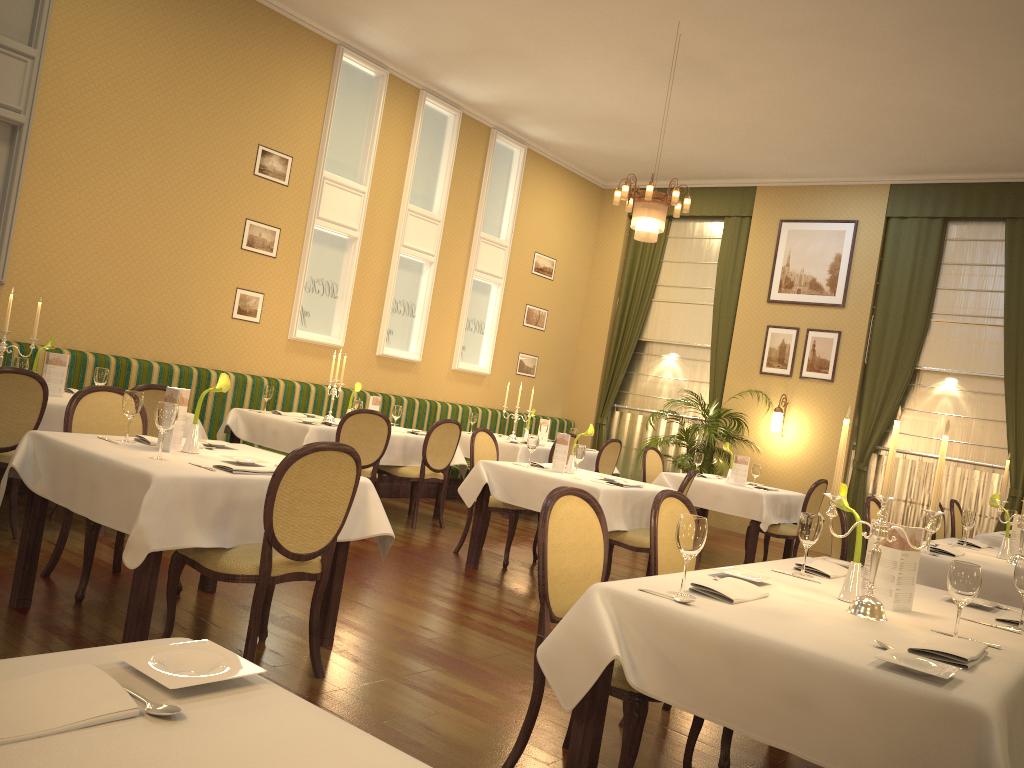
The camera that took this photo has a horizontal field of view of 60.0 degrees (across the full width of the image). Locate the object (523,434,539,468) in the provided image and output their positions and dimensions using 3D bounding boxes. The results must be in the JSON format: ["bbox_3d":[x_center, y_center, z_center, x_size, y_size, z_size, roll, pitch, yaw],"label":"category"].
[{"bbox_3d":[0.141,0.477,6.344,0.088,0.229,0.088,9,-1,-10],"label":"object"}]

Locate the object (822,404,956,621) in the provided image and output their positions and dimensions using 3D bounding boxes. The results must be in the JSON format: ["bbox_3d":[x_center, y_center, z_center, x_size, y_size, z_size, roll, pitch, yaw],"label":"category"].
[{"bbox_3d":[1.130,0.384,2.698,0.390,0.655,0.131,10,-1,-18],"label":"object"}]

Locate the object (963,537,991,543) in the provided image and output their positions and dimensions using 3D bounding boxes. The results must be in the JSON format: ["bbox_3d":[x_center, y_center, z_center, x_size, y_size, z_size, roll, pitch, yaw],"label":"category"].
[{"bbox_3d":[3.160,1.076,6.041,0.160,0.024,0.160,9,-1,38],"label":"object"}]

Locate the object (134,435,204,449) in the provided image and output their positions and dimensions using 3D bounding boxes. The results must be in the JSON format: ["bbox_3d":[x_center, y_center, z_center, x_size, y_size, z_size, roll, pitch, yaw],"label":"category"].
[{"bbox_3d":[-1.581,0.268,4.099,0.142,0.033,0.273,9,-1,38],"label":"object"}]

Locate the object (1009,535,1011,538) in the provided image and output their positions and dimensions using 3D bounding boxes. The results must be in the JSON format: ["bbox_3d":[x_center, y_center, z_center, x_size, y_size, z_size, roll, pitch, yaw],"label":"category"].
[{"bbox_3d":[4.080,1.239,7.132,0.142,0.033,0.273,9,-1,38],"label":"object"}]

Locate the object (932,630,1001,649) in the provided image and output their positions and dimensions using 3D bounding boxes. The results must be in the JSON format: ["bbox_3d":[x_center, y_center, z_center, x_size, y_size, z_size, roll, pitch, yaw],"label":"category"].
[{"bbox_3d":[1.308,0.734,2.561,0.185,0.010,0.017,9,-1,38],"label":"object"}]

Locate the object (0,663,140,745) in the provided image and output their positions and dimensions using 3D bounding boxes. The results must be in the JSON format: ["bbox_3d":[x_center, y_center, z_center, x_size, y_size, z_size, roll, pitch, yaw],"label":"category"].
[{"bbox_3d":[-0.612,0.390,1.068,0.142,0.033,0.273,9,-1,38],"label":"object"}]

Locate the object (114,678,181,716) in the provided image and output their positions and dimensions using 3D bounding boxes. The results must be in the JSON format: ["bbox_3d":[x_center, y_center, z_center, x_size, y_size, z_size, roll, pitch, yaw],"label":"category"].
[{"bbox_3d":[-0.500,0.417,1.190,0.181,0.015,0.038,9,-1,39],"label":"object"}]

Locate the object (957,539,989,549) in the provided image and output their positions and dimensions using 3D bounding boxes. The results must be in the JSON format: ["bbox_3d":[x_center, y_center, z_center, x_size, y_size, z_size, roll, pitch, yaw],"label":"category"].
[{"bbox_3d":[3.021,1.048,5.810,0.142,0.033,0.273,9,-1,38],"label":"object"}]

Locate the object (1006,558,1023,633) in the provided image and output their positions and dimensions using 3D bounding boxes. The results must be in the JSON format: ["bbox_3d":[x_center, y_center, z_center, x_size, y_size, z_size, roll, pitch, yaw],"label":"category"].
[{"bbox_3d":[1.670,0.687,2.881,0.088,0.229,0.088,9,-1,-4],"label":"object"}]

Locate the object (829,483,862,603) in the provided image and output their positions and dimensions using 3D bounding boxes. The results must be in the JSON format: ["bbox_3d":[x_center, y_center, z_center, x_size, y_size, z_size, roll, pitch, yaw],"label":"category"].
[{"bbox_3d":[1.110,0.521,2.930,0.076,0.375,0.163,10,-1,-30],"label":"object"}]

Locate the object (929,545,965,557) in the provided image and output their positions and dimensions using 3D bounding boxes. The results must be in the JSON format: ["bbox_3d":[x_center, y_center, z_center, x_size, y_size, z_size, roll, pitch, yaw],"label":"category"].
[{"bbox_3d":[2.464,0.946,5.022,0.142,0.033,0.273,9,-1,38],"label":"object"}]

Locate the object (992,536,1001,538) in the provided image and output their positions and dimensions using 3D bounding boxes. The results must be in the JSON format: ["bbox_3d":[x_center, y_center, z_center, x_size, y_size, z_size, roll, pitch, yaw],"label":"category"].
[{"bbox_3d":[3.850,1.205,6.928,0.181,0.015,0.038,9,-1,39],"label":"object"}]

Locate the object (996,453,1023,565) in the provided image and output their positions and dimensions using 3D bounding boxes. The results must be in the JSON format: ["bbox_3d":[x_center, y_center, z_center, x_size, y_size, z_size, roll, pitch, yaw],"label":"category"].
[{"bbox_3d":[2.938,0.711,5.057,0.390,0.655,0.131,10,-1,-18],"label":"object"}]

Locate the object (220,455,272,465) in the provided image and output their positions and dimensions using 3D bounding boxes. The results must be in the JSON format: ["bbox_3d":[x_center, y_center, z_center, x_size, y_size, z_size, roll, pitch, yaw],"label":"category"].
[{"bbox_3d":[-1.154,0.338,3.841,0.160,0.024,0.160,9,-1,38],"label":"object"}]

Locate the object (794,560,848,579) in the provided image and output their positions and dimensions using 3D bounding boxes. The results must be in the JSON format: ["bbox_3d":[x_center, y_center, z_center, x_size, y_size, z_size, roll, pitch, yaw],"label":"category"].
[{"bbox_3d":[1.214,0.721,3.451,0.142,0.033,0.273,9,-1,38],"label":"object"}]

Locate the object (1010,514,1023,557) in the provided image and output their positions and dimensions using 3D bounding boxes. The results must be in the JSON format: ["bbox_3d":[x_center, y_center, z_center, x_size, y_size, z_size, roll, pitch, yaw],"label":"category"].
[{"bbox_3d":[3.051,0.921,5.239,0.166,0.277,0.081,9,-1,9],"label":"object"}]

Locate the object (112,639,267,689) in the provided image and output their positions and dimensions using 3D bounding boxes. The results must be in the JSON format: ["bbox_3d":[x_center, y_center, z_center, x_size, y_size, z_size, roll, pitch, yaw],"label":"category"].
[{"bbox_3d":[-0.473,0.419,1.299,0.160,0.024,0.160,9,-1,38],"label":"object"}]

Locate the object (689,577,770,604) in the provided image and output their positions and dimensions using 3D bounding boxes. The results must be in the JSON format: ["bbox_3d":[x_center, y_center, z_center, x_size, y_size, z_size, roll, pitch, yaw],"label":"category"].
[{"bbox_3d":[0.656,0.619,2.663,0.142,0.033,0.273,9,-1,38],"label":"object"}]

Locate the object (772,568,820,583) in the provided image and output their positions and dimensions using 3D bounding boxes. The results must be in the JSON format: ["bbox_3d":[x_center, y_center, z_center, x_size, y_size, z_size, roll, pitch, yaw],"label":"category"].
[{"bbox_3d":[1.035,0.697,3.224,0.185,0.010,0.017,9,-1,39],"label":"object"}]

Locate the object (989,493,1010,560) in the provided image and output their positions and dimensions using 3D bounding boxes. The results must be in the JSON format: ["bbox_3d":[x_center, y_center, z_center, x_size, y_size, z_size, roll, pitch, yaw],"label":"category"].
[{"bbox_3d":[2.918,0.848,5.290,0.076,0.375,0.163,10,-1,-30],"label":"object"}]

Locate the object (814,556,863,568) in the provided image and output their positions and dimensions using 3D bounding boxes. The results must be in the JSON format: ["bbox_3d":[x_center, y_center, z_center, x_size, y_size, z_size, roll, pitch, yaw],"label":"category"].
[{"bbox_3d":[1.352,0.749,3.682,0.160,0.024,0.160,9,-1,38],"label":"object"}]

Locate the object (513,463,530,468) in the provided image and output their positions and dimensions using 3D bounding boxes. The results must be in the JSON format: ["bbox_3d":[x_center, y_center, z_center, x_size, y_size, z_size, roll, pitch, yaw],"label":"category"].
[{"bbox_3d":[0.078,0.577,6.272,0.185,0.010,0.017,9,-1,39],"label":"object"}]

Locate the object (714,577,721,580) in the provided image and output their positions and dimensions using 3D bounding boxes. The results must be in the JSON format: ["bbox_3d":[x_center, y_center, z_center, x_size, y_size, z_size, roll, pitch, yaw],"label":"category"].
[{"bbox_3d":[0.730,0.642,2.826,0.185,0.010,0.017,9,-1,39],"label":"object"}]

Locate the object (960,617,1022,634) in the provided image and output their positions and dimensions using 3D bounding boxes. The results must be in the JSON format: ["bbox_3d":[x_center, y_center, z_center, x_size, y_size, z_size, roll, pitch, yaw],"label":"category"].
[{"bbox_3d":[1.540,0.776,2.863,0.185,0.010,0.017,9,-1,38],"label":"object"}]

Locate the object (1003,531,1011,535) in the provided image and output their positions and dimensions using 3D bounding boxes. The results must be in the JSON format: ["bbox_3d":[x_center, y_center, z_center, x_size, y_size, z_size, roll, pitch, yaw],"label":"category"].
[{"bbox_3d":[4.196,1.264,7.423,0.160,0.024,0.160,9,-1,38],"label":"object"}]

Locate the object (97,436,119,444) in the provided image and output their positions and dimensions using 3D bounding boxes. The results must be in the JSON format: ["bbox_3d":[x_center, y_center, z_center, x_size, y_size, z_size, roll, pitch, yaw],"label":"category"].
[{"bbox_3d":[-1.760,0.244,3.872,0.185,0.010,0.017,9,-1,39],"label":"object"}]

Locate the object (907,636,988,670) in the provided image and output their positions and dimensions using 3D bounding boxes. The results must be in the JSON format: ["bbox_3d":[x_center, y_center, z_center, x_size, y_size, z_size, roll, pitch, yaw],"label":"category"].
[{"bbox_3d":[1.144,0.695,2.321,0.142,0.033,0.273,9,-1,38],"label":"object"}]

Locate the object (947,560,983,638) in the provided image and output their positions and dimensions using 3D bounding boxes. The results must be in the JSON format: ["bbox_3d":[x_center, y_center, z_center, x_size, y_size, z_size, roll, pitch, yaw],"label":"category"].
[{"bbox_3d":[1.258,0.614,2.485,0.088,0.229,0.088,9,-1,-10],"label":"object"}]

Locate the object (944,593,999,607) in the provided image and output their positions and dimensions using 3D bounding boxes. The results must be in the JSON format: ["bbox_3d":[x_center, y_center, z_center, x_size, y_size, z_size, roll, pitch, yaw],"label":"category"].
[{"bbox_3d":[1.674,0.797,3.237,0.160,0.024,0.160,9,-1,38],"label":"object"}]

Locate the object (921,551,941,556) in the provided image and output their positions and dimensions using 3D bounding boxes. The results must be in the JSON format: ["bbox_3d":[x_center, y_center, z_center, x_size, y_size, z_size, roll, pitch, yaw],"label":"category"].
[{"bbox_3d":[2.233,0.912,4.818,0.181,0.015,0.038,9,-1,39],"label":"object"}]

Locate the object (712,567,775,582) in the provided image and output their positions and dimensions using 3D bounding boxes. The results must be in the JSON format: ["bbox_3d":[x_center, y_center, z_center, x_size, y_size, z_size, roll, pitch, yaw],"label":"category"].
[{"bbox_3d":[0.771,0.644,2.953,0.160,0.024,0.160,9,-1,38],"label":"object"}]

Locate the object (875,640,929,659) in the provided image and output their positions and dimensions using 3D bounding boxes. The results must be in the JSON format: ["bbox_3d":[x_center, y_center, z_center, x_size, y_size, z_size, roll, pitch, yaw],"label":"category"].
[{"bbox_3d":[1.002,0.677,2.224,0.181,0.015,0.038,9,-1,39],"label":"object"}]

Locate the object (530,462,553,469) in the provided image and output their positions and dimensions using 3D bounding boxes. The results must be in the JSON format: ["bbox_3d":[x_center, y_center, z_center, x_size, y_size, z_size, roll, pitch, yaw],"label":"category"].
[{"bbox_3d":[0.257,0.601,6.498,0.142,0.033,0.273,9,-1,38],"label":"object"}]

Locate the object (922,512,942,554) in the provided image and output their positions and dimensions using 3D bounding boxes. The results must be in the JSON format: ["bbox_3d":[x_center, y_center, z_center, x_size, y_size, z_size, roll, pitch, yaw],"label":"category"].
[{"bbox_3d":[2.308,0.817,4.886,0.088,0.229,0.088,9,-1,-4],"label":"object"}]

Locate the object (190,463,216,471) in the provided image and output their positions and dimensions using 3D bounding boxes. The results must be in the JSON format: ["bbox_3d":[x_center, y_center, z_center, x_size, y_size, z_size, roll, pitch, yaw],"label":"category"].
[{"bbox_3d":[-1.238,0.326,3.533,0.185,0.010,0.017,9,-1,38],"label":"object"}]

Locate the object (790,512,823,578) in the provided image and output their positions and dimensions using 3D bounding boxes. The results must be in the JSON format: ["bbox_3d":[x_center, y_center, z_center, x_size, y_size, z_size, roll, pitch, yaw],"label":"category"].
[{"bbox_3d":[1.097,0.597,3.297,0.088,0.229,0.088,9,-1,-4],"label":"object"}]

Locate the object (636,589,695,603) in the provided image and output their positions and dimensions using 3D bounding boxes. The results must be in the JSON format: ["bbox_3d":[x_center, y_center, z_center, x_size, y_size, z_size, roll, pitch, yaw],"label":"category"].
[{"bbox_3d":[0.425,0.585,2.458,0.181,0.015,0.038,9,-1,39],"label":"object"}]

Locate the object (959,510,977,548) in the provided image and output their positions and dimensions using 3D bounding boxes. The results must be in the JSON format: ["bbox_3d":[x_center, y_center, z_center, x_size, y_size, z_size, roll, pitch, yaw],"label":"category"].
[{"bbox_3d":[2.905,0.925,5.656,0.088,0.229,0.088,9,-1,-4],"label":"object"}]

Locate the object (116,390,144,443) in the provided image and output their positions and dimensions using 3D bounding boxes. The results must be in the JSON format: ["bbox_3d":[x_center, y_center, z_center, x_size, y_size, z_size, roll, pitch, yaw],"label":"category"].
[{"bbox_3d":[-1.698,0.145,3.945,0.088,0.229,0.088,9,-1,-4],"label":"object"}]

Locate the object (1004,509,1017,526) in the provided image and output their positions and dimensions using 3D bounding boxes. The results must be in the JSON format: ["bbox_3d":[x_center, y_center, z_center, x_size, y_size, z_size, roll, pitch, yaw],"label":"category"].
[{"bbox_3d":[3.925,1.109,6.995,0.088,0.229,0.088,9,-1,-4],"label":"object"}]

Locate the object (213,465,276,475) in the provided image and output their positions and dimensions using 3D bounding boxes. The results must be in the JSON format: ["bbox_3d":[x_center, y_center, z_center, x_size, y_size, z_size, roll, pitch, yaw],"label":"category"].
[{"bbox_3d":[-1.071,0.350,3.642,0.142,0.024,0.273,9,-1,38],"label":"object"}]

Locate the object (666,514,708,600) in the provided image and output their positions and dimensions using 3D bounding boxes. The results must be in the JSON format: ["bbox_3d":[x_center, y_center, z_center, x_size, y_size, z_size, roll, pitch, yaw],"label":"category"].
[{"bbox_3d":[0.500,0.490,2.526,0.088,0.229,0.088,9,-1,-4],"label":"object"}]

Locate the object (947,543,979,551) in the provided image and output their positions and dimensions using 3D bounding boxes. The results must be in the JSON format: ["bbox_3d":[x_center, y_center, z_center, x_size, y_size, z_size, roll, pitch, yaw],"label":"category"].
[{"bbox_3d":[2.843,1.024,5.584,0.185,0.010,0.017,9,-1,39],"label":"object"}]

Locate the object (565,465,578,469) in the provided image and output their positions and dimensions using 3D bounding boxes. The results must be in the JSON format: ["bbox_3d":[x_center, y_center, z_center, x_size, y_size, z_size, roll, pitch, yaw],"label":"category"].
[{"bbox_3d":[0.396,0.629,6.729,0.160,0.024,0.160,9,-1,38],"label":"object"}]

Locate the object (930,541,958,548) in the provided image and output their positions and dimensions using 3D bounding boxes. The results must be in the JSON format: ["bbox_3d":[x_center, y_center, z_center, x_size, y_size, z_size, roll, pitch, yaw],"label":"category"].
[{"bbox_3d":[2.579,0.971,5.313,0.160,0.024,0.160,9,-1,38],"label":"object"}]

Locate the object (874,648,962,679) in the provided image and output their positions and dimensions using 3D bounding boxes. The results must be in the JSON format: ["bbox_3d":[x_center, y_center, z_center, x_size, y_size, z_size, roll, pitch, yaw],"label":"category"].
[{"bbox_3d":[0.946,0.662,2.071,0.160,0.024,0.160,9,-1,38],"label":"object"}]

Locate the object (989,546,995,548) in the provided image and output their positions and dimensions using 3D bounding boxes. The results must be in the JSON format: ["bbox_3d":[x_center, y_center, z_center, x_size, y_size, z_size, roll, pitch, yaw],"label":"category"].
[{"bbox_3d":[3.133,1.075,5.932,0.181,0.015,0.038,9,-1,39],"label":"object"}]

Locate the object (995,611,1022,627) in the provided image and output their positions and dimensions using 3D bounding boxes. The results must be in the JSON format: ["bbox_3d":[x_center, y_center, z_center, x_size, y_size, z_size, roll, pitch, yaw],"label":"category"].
[{"bbox_3d":[1.758,0.809,3.038,0.142,0.024,0.273,9,-1,38],"label":"object"}]

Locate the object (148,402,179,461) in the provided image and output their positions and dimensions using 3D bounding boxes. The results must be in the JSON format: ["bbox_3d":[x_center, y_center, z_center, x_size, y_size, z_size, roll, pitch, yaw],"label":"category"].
[{"bbox_3d":[-1.397,0.189,3.559,0.088,0.229,0.088,9,-1,-4],"label":"object"}]

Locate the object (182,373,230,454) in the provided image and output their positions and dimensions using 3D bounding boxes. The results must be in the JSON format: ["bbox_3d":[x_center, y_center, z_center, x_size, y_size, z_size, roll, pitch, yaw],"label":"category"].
[{"bbox_3d":[-1.356,0.127,3.928,0.163,0.375,0.076,9,-1,15],"label":"object"}]

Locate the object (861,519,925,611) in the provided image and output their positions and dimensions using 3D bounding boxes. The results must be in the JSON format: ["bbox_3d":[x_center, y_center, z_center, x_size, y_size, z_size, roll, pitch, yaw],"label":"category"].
[{"bbox_3d":[1.243,0.594,2.880,0.166,0.277,0.081,9,-1,9],"label":"object"}]

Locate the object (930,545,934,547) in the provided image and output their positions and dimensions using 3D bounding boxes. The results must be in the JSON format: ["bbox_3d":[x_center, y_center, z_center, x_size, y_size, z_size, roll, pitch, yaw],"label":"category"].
[{"bbox_3d":[2.538,0.969,5.186,0.185,0.010,0.017,9,-1,39],"label":"object"}]

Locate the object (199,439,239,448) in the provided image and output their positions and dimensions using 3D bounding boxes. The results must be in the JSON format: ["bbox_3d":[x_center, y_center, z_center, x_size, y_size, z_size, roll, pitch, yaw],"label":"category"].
[{"bbox_3d":[-1.442,0.296,4.330,0.160,0.024,0.160,9,-1,38],"label":"object"}]

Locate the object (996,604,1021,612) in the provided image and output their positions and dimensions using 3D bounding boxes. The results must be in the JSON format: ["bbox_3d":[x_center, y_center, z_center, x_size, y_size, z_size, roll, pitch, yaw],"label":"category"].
[{"bbox_3d":[1.847,0.829,3.243,0.181,0.015,0.038,9,-1,39],"label":"object"}]
